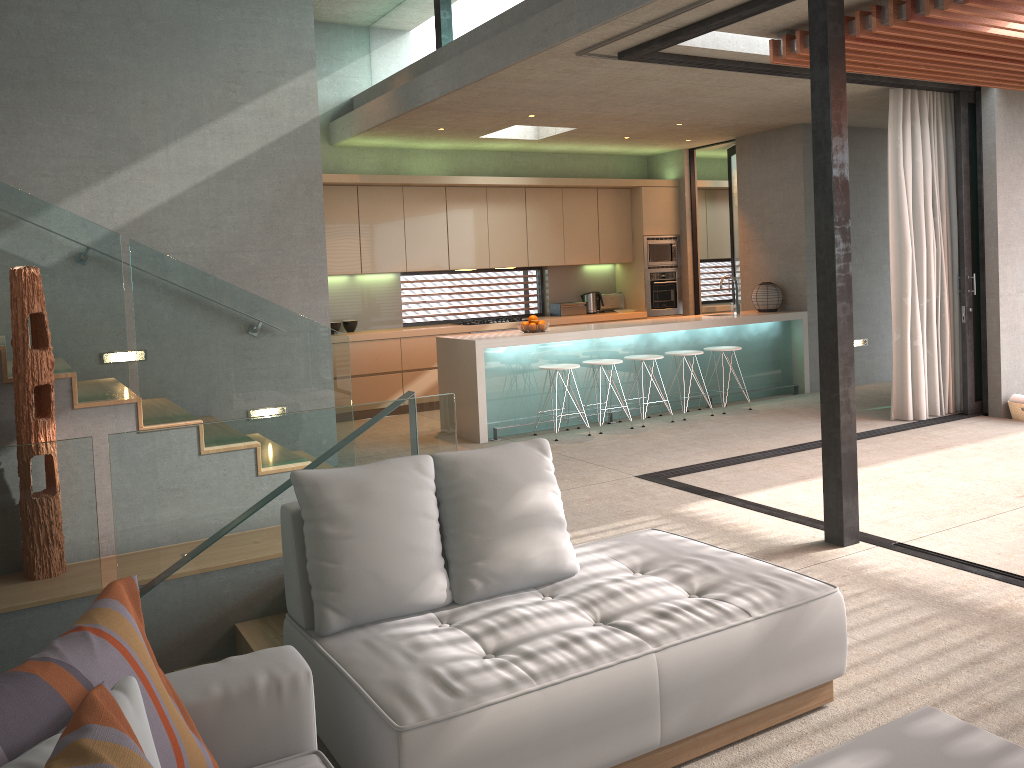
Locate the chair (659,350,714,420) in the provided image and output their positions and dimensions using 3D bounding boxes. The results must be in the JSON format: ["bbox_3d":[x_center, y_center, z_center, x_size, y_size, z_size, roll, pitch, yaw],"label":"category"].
[{"bbox_3d":[1.686,0.001,8.604,0.383,0.621,0.383,-5,4,-30],"label":"chair"}]

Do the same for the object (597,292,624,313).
[{"bbox_3d":[1.270,-1.059,11.502,0.391,0.246,0.150,-6,5,-30],"label":"object"}]

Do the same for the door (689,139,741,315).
[{"bbox_3d":[0.184,-0.016,5.884,5.773,4.454,15.420,1,8,32],"label":"door"}]

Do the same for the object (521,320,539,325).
[{"bbox_3d":[0.165,-0.547,8.338,0.173,0.100,0.097,-1,5,15],"label":"object"}]

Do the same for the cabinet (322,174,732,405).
[{"bbox_3d":[0.941,-1.154,10.309,7.494,2.556,1.970,-6,6,-30],"label":"cabinet"}]

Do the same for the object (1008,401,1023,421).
[{"bbox_3d":[4.752,0.291,7.835,0.682,0.299,0.447,-6,7,-30],"label":"object"}]

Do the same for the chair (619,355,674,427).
[{"bbox_3d":[1.257,0.052,8.354,0.383,0.621,0.383,-5,4,-30],"label":"chair"}]

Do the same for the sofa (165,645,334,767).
[{"bbox_3d":[-0.135,1.026,0.498,1.052,0.749,3.470,-6,8,-30],"label":"sofa"}]

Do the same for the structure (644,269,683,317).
[{"bbox_3d":[1.843,-1.187,11.496,0.598,0.578,0.498,-5,5,-30],"label":"structure"}]

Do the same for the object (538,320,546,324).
[{"bbox_3d":[0.282,-0.561,8.419,0.095,0.094,0.094,-7,6,-41],"label":"object"}]

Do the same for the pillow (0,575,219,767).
[{"bbox_3d":[-0.825,0.680,1.596,0.279,0.502,0.701,-2,6,13],"label":"pillow"}]

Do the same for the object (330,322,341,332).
[{"bbox_3d":[-1.912,-0.596,9.462,0.170,0.126,0.169,-8,8,-43],"label":"object"}]

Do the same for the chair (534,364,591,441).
[{"bbox_3d":[0.434,0.149,7.879,0.383,0.621,0.383,-5,4,-30],"label":"chair"}]

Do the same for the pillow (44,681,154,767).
[{"bbox_3d":[-0.501,0.744,1.067,0.311,0.492,0.741,-3,6,-7],"label":"pillow"}]

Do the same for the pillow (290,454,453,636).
[{"bbox_3d":[-0.444,0.502,2.852,0.493,0.496,0.238,-5,4,-29],"label":"pillow"}]

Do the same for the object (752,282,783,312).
[{"bbox_3d":[2.876,-0.981,9.958,0.341,0.333,0.340,-6,6,-38],"label":"object"}]

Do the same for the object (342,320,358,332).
[{"bbox_3d":[-1.775,-0.632,9.696,0.170,0.126,0.169,-8,8,-43],"label":"object"}]

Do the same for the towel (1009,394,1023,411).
[{"bbox_3d":[4.623,0.250,7.754,0.310,0.310,0.370,-5,6,-29],"label":"towel"}]

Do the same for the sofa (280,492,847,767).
[{"bbox_3d":[0.160,0.717,2.920,1.601,0.730,1.016,-6,7,-30],"label":"sofa"}]

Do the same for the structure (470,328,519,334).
[{"bbox_3d":[-0.105,-0.375,10.142,0.831,0.499,0.079,-6,4,-30],"label":"structure"}]

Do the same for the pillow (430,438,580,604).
[{"bbox_3d":[-0.026,0.464,3.091,0.493,0.481,0.266,-5,4,-29],"label":"pillow"}]

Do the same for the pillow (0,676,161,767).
[{"bbox_3d":[-0.685,0.746,1.334,0.239,0.403,0.598,-2,6,13],"label":"pillow"}]

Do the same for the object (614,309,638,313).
[{"bbox_3d":[1.448,-0.930,11.259,0.310,0.034,0.312,1,8,28],"label":"object"}]

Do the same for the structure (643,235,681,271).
[{"bbox_3d":[1.811,-1.695,11.491,0.598,0.435,0.461,-6,6,-30],"label":"structure"}]

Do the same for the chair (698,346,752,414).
[{"bbox_3d":[2.122,-0.051,8.857,0.383,0.621,0.383,-5,4,-30],"label":"chair"}]

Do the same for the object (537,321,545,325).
[{"bbox_3d":[0.273,-0.546,8.327,0.087,0.086,0.087,-7,6,-39],"label":"object"}]

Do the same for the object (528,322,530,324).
[{"bbox_3d":[0.137,-0.552,8.439,0.086,0.086,0.087,-1,5,20],"label":"object"}]

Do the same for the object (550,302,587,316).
[{"bbox_3d":[0.713,-0.948,11.167,0.401,0.159,0.241,-6,7,-30],"label":"object"}]

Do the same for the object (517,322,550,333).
[{"bbox_3d":[0.203,-0.534,8.384,0.316,0.081,0.316,-7,8,-30],"label":"object"}]

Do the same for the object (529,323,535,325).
[{"bbox_3d":[0.196,-0.535,8.295,0.081,0.081,0.081,-3,5,-1],"label":"object"}]

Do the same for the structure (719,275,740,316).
[{"bbox_3d":[2.345,-0.966,9.607,0.097,0.439,0.259,-4,4,-30],"label":"structure"}]

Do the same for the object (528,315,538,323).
[{"bbox_3d":[0.201,-0.610,8.416,0.095,0.094,0.095,-3,5,-10],"label":"object"}]

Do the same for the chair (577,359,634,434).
[{"bbox_3d":[0.843,0.101,8.115,0.383,0.621,0.383,-5,4,-30],"label":"chair"}]

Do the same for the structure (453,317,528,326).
[{"bbox_3d":[-0.242,-0.715,10.344,0.841,0.090,0.465,-7,8,-30],"label":"structure"}]

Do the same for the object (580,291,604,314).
[{"bbox_3d":[1.020,-1.042,11.302,0.278,0.284,0.178,-5,4,-25],"label":"object"}]

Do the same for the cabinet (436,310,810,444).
[{"bbox_3d":[1.283,-0.174,9.037,4.134,0.896,0.802,-7,6,-30],"label":"cabinet"}]

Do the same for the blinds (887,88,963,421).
[{"bbox_3d":[3.720,-1.170,7.969,0.888,2.923,0.230,-4,3,-33],"label":"blinds"}]
